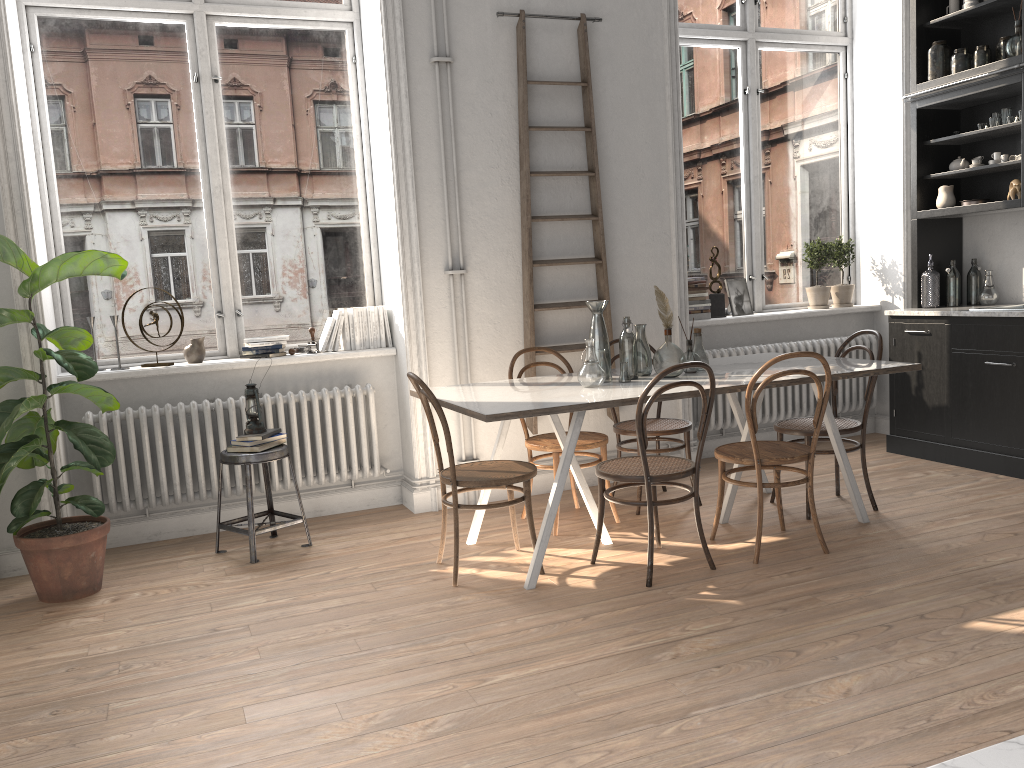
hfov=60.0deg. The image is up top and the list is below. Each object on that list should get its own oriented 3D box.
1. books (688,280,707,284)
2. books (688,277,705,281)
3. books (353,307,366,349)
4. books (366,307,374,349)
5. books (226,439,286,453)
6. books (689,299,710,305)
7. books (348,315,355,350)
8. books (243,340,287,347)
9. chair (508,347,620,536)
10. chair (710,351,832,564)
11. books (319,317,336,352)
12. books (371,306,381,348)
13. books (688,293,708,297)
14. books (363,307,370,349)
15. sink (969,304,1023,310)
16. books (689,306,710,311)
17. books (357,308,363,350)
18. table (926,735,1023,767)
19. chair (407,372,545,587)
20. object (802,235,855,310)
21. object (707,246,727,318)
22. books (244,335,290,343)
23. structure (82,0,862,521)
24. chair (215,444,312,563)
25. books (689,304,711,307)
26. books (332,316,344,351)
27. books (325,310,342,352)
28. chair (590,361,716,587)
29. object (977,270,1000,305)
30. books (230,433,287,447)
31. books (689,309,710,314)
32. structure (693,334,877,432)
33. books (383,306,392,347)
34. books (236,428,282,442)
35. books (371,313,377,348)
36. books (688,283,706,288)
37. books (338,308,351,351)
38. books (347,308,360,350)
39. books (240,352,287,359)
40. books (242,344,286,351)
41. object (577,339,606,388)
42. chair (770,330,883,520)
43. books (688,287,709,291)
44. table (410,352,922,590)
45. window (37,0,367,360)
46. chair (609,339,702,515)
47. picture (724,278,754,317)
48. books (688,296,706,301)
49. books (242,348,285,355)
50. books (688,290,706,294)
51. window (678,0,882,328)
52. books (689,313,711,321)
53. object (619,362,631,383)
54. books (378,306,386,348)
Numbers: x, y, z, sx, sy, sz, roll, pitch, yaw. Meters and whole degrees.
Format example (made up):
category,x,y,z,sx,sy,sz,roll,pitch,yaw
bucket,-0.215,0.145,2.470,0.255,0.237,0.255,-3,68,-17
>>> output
category,x,y,z,sx,sy,sz,roll,pitch,yaw
books,1.190,-0.687,6.023,0.205,0.020,0.155,-6,7,-21
books,1.181,-0.708,6.027,0.200,0.024,0.159,-7,8,-31
books,-0.902,-0.331,5.246,0.019,0.244,0.174,-6,7,-21
books,-0.856,-0.334,5.245,0.019,0.244,0.174,-6,7,-21
books,-1.298,0.309,4.520,0.194,0.034,0.245,-1,7,19
books,1.193,-0.554,6.041,0.245,0.028,0.193,-7,7,-26
books,-0.954,-0.305,5.210,0.020,0.205,0.155,-6,7,-21
books,-1.397,-0.228,5.009,0.205,0.020,0.155,-7,8,-31
chair,0.262,0.272,4.699,0.437,0.921,0.549,-6,7,-23
chair,1.161,0.296,4.008,0.438,0.921,0.548,-5,7,-10
books,-1.083,-0.287,5.163,0.105,0.194,0.155,-6,7,-22
books,-0.822,-0.340,5.282,0.024,0.243,0.175,-6,7,-21
books,1.197,-0.603,6.039,0.222,0.024,0.158,-6,7,-21
books,-0.884,-0.333,5.258,0.024,0.243,0.175,-6,7,-21
sink,3.073,-0.482,5.166,0.514,0.505,0.525,-6,7,-21
books,1.193,-0.512,6.028,0.249,0.023,0.175,-6,7,-21
books,-0.914,-0.328,5.223,0.019,0.244,0.174,-6,7,-21
table,1.157,0.869,1.280,0.849,0.392,0.848,-6,7,-21
chair,-0.161,0.381,3.965,0.549,0.921,0.437,-5,7,-13
object,2.311,-0.816,6.470,0.500,0.524,0.234,-8,8,-32
object,1.401,-0.702,6.111,0.122,0.488,0.102,-3,7,3
books,-1.388,-0.257,5.032,0.243,0.019,0.174,-5,7,-11
structure,0.114,-1.575,5.252,5.180,4.478,0.340,-6,7,-21
chair,-1.285,0.586,4.516,0.360,0.523,0.363,3,9,42
books,1.195,-0.533,6.043,0.255,0.014,0.192,-6,7,-18
books,-1.022,-0.297,5.184,0.072,0.203,0.155,-6,7,-21
books,-1.046,-0.310,5.171,0.100,0.235,0.174,-6,7,-21
chair,0.606,0.350,3.828,0.437,0.921,0.549,-7,8,-26
object,3.050,-0.616,5.674,0.132,0.220,0.120,-6,7,-21
books,-1.290,0.281,4.524,0.162,0.029,0.232,2,8,39
books,1.194,-0.489,6.030,0.249,0.023,0.175,-7,7,-26
structure,1.899,-0.021,6.203,1.577,0.553,0.194,-6,7,-21
books,-0.761,-0.344,5.283,0.040,0.244,0.174,-6,7,-21
books,-1.290,0.259,4.522,0.147,0.027,0.221,-2,7,11
books,-0.834,-0.317,5.257,0.020,0.205,0.155,-6,7,-21
books,1.179,-0.664,6.021,0.231,0.023,0.162,-4,7,-6
books,-0.987,-0.322,5.218,0.024,0.243,0.175,-6,7,-21
books,-0.931,-0.325,5.206,0.024,0.243,0.175,-6,7,-21
books,-1.409,-0.164,5.028,0.221,0.023,0.147,0,7,27
books,-1.402,-0.208,5.022,0.221,0.023,0.147,-4,7,-6
object,0.362,-0.096,4.063,0.132,0.220,0.132,-8,8,-32
chair,1.652,0.193,4.653,0.549,0.921,0.437,-5,7,-9
books,1.188,-0.644,6.026,0.243,0.019,0.174,-6,7,-21
table,0.738,0.353,4.350,2.199,0.780,1.099,-6,7,-21
window,-1.704,-1.608,4.958,1.622,2.846,0.013,-6,7,-21
chair,0.764,0.210,4.980,0.438,0.921,0.549,-5,7,-14
picture,1.567,-0.606,6.233,0.221,0.264,0.148,-9,9,-38
books,1.197,-0.579,6.036,0.205,0.022,0.155,-4,7,-7
books,-1.403,-0.186,5.025,0.205,0.022,0.155,-4,6,-1
books,1.195,-0.624,6.030,0.205,0.022,0.155,-7,7,-26
window,6.136,-7.139,10.814,14.380,15.952,26.379,-6,7,-21
books,1.194,-0.457,6.035,0.248,0.043,0.192,-6,7,-21
object,0.529,-0.055,4.169,0.058,0.094,0.058,-3,7,7
books,-0.791,-0.341,5.273,0.024,0.243,0.175,-6,7,-21
